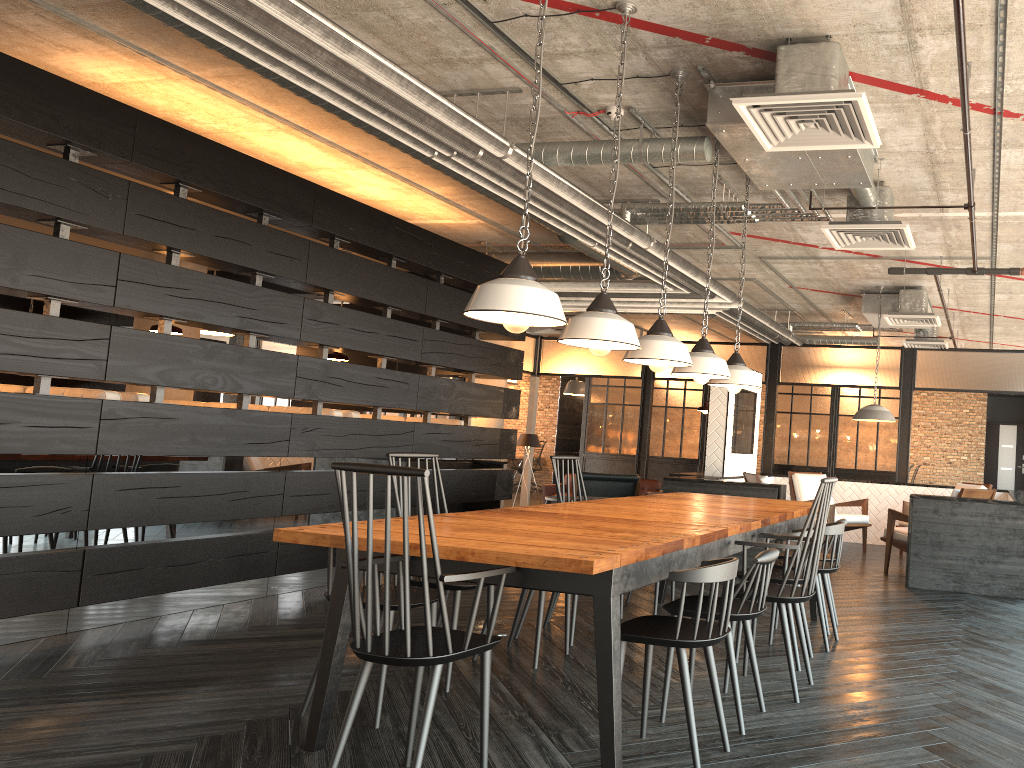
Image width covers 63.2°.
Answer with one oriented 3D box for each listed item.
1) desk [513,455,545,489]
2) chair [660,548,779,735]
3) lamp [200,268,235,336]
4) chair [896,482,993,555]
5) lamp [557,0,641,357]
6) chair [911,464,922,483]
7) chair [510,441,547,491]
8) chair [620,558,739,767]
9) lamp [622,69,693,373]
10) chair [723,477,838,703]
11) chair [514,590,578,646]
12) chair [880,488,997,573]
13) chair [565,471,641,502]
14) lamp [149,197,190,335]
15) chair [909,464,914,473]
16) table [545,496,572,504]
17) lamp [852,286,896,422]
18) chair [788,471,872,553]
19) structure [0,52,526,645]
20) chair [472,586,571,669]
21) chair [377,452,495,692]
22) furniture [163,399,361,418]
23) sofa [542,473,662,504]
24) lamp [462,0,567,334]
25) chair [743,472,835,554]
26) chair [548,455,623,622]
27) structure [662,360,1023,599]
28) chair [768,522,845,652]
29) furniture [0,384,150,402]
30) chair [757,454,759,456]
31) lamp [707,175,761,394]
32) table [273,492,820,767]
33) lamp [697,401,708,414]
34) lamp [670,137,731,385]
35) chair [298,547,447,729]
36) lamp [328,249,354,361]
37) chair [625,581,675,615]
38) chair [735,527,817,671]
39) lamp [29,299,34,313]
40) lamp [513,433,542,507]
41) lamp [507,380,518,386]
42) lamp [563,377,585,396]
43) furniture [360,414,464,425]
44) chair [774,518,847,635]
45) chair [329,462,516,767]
[{"bbox_3d":[-0.105,1.868,17.639,0.722,0.721,1.821,2,-4,28],"label":"desk"},{"bbox_3d":[0.886,1.056,3.570,0.422,0.726,0.412,3,-4,23],"label":"chair"},{"bbox_3d":[-2.909,-1.248,8.189,0.389,1.504,0.501,2,-5,32],"label":"lamp"},{"bbox_3d":[5.140,1.612,9.863,1.045,0.907,0.643,5,-4,-19],"label":"chair"},{"bbox_3d":[0.452,-0.984,3.690,0.350,1.738,0.381,4,-4,13],"label":"lamp"},{"bbox_3d":[7.303,2.017,15.591,0.635,1.063,0.764,3,-4,24],"label":"chair"},{"bbox_3d":[0.298,1.715,17.564,0.635,1.063,0.764,3,-4,24],"label":"chair"},{"bbox_3d":[0.591,1.002,3.070,0.405,0.738,0.413,3,-4,23],"label":"chair"},{"bbox_3d":[0.820,-0.922,4.333,0.316,1.738,0.416,2,-5,35],"label":"lamp"},{"bbox_3d":[1.292,0.956,4.050,0.445,1.033,0.505,3,-4,24],"label":"chair"},{"bbox_3d":[0.299,1.099,4.832,0.422,0.726,0.412,3,-4,23],"label":"chair"},{"bbox_3d":[4.243,1.458,8.255,0.830,0.907,0.803,6,-4,-31],"label":"chair"},{"bbox_3d":[1.015,1.404,9.640,0.812,0.796,0.942,5,-4,-10],"label":"chair"},{"bbox_3d":[-2.377,-0.848,5.855,0.169,1.051,0.218,2,-5,32],"label":"lamp"},{"bbox_3d":[6.391,1.863,13.995,0.635,1.063,0.764,3,-4,24],"label":"chair"},{"bbox_3d":[0.786,1.679,10.904,0.660,0.372,0.767,2,-4,19],"label":"table"},{"bbox_3d":[4.179,-0.352,9.507,0.445,1.546,0.573,2,-5,32],"label":"lamp"},{"bbox_3d":[3.816,1.549,10.136,0.822,0.907,0.813,6,-4,-26],"label":"chair"},{"bbox_3d":[-4.126,-0.098,6.251,5.557,2.743,6.042,2,-4,23],"label":"structure"},{"bbox_3d":[0.095,1.050,4.334,0.405,0.738,0.413,3,-4,23],"label":"chair"},{"bbox_3d":[-0.314,0.850,3.896,0.445,1.033,0.505,3,-4,24],"label":"chair"},{"bbox_3d":[-2.122,0.790,6.546,1.717,1.261,1.173,3,-4,20],"label":"furniture"},{"bbox_3d":[1.298,1.636,11.816,1.482,0.638,0.735,2,-4,19],"label":"sofa"},{"bbox_3d":[0.084,-1.046,3.046,0.415,1.738,0.316,7,-4,-26],"label":"lamp"},{"bbox_3d":[2.886,1.402,8.675,1.003,0.907,0.675,5,-4,-9],"label":"chair"},{"bbox_3d":[0.504,0.988,5.327,0.445,1.033,0.505,3,-4,24],"label":"chair"},{"bbox_3d":[3.902,0.907,9.485,3.604,2.116,4.083,2,-4,24],"label":"structure"},{"bbox_3d":[1.788,1.198,5.072,0.405,0.738,0.413,3,-4,23],"label":"chair"},{"bbox_3d":[-3.045,0.634,4.932,1.717,1.261,1.173,3,-4,20],"label":"furniture"},{"bbox_3d":[4.460,1.895,16.392,0.635,1.063,0.764,3,-4,24],"label":"chair"},{"bbox_3d":[1.555,-0.798,5.619,0.310,1.738,0.421,1,-5,42],"label":"lamp"},{"bbox_3d":[0.724,1.062,4.349,1.071,0.792,4.156,2,-4,29],"label":"table"},{"bbox_3d":[2.252,0.263,9.607,0.246,0.171,0.180,5,-4,-11],"label":"lamp"},{"bbox_3d":[1.188,-0.860,4.976,0.310,1.738,0.421,1,-5,42],"label":"lamp"},{"bbox_3d":[-0.537,0.953,3.388,0.405,0.738,0.413,3,-4,23],"label":"chair"},{"bbox_3d":[-1.507,-0.701,7.377,0.182,1.051,0.206,4,-4,16],"label":"lamp"},{"bbox_3d":[0.932,1.189,5.759,0.405,0.738,0.413,3,-4,23],"label":"chair"},{"bbox_3d":[1.458,1.149,4.597,0.405,0.738,0.413,3,-4,23],"label":"chair"},{"bbox_3d":[-4.780,-0.842,8.299,0.222,1.051,0.166,7,-5,-29],"label":"lamp"},{"bbox_3d":[0.414,1.338,12.267,0.933,1.179,0.491,6,-4,-20],"label":"lamp"},{"bbox_3d":[-0.776,-0.535,17.003,0.268,0.858,3.784,2,-4,30],"label":"lamp"},{"bbox_3d":[1.239,-0.548,15.445,0.487,1.504,0.402,6,-4,-15],"label":"lamp"},{"bbox_3d":[-1.394,0.912,7.819,1.721,1.261,0.645,3,-4,18],"label":"furniture"},{"bbox_3d":[1.971,1.243,5.521,0.422,0.726,0.412,3,-4,23],"label":"chair"},{"bbox_3d":[-0.293,0.773,2.642,0.406,1.033,0.551,2,-4,30],"label":"chair"}]
